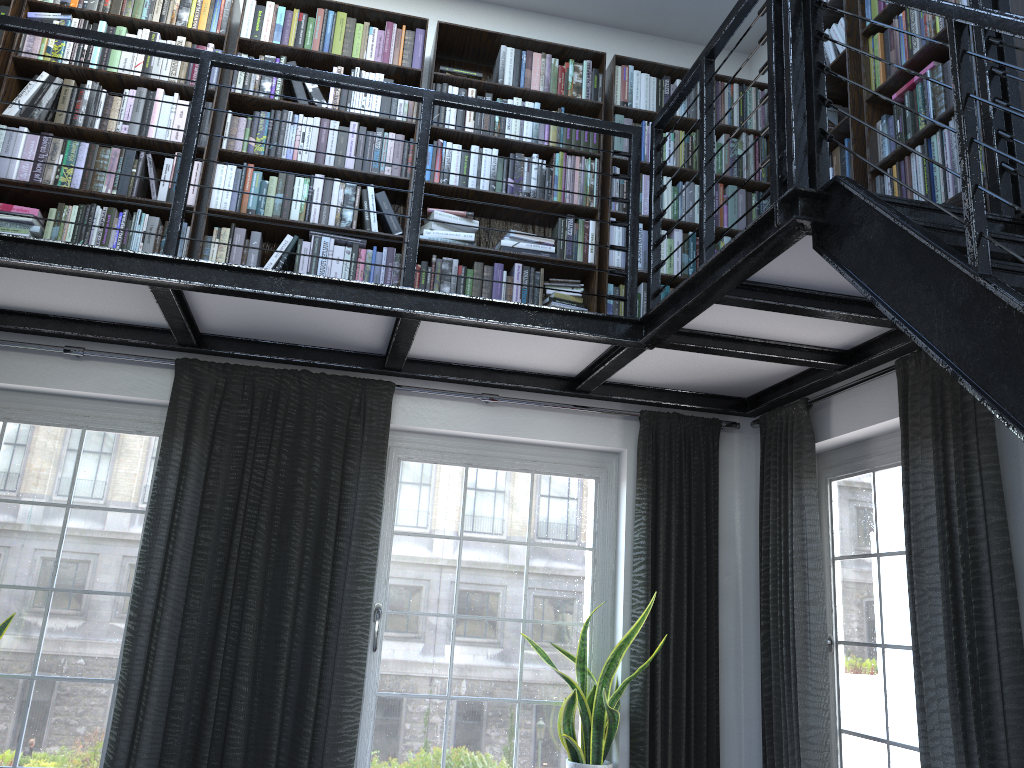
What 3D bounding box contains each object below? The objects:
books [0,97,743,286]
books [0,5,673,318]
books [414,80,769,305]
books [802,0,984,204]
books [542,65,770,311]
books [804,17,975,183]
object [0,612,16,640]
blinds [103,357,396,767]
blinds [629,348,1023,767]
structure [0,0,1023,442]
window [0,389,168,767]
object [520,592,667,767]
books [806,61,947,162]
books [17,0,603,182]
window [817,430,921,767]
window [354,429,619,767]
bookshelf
[{"bbox_3d":[-0.534,-0.888,4.142,3.389,1.134,0.238,7,-17,-11],"label":"books"},{"bbox_3d":[-0.887,-1.069,4.097,4.438,1.411,0.240,7,-17,-10],"label":"books"},{"bbox_3d":[-0.799,-1.198,3.645,4.432,1.444,1.273,6,-16,-9],"label":"books"},{"bbox_3d":[-0.596,-1.358,2.945,4.380,1.419,1.159,7,-16,-11],"label":"books"},{"bbox_3d":[-0.886,-1.079,4.104,4.432,1.427,0.225,7,-17,-11],"label":"books"},{"bbox_3d":[-0.499,-1.484,2.435,4.373,1.423,2.184,7,-15,-11],"label":"books"},{"bbox_3d":[-2.275,1.046,3.243,0.553,0.949,0.520,4,-16,0],"label":"object"},{"bbox_3d":[-1.816,0.988,3.406,2.506,2.411,0.124,7,-17,-10],"label":"blinds"},{"bbox_3d":[1.170,1.155,3.286,0.525,2.405,1.737,13,-18,-28],"label":"blinds"},{"bbox_3d":[-0.546,0.109,1.602,4.485,3.389,4.572,7,-16,-11],"label":"structure"},{"bbox_3d":[-2.053,0.819,3.625,1.166,1.622,0.131,7,-17,-11],"label":"window"},{"bbox_3d":[0.331,1.344,3.713,0.552,0.949,0.521,10,-17,-22],"label":"object"},{"bbox_3d":[-0.582,-1.287,2.680,4.331,1.152,1.583,7,-16,-11],"label":"books"},{"bbox_3d":[-0.873,-1.354,4.194,2.634,0.836,0.211,7,-17,-11],"label":"books"},{"bbox_3d":[1.456,0.959,3.259,0.133,1.622,1.156,7,-16,-11],"label":"window"},{"bbox_3d":[-0.097,1.047,3.994,1.166,1.622,0.131,7,-17,-11],"label":"window"},{"bbox_3d":[-0.596,-1.323,2.798,4.471,1.633,3.059,7,-15,-11],"label":"bookshelf"}]
